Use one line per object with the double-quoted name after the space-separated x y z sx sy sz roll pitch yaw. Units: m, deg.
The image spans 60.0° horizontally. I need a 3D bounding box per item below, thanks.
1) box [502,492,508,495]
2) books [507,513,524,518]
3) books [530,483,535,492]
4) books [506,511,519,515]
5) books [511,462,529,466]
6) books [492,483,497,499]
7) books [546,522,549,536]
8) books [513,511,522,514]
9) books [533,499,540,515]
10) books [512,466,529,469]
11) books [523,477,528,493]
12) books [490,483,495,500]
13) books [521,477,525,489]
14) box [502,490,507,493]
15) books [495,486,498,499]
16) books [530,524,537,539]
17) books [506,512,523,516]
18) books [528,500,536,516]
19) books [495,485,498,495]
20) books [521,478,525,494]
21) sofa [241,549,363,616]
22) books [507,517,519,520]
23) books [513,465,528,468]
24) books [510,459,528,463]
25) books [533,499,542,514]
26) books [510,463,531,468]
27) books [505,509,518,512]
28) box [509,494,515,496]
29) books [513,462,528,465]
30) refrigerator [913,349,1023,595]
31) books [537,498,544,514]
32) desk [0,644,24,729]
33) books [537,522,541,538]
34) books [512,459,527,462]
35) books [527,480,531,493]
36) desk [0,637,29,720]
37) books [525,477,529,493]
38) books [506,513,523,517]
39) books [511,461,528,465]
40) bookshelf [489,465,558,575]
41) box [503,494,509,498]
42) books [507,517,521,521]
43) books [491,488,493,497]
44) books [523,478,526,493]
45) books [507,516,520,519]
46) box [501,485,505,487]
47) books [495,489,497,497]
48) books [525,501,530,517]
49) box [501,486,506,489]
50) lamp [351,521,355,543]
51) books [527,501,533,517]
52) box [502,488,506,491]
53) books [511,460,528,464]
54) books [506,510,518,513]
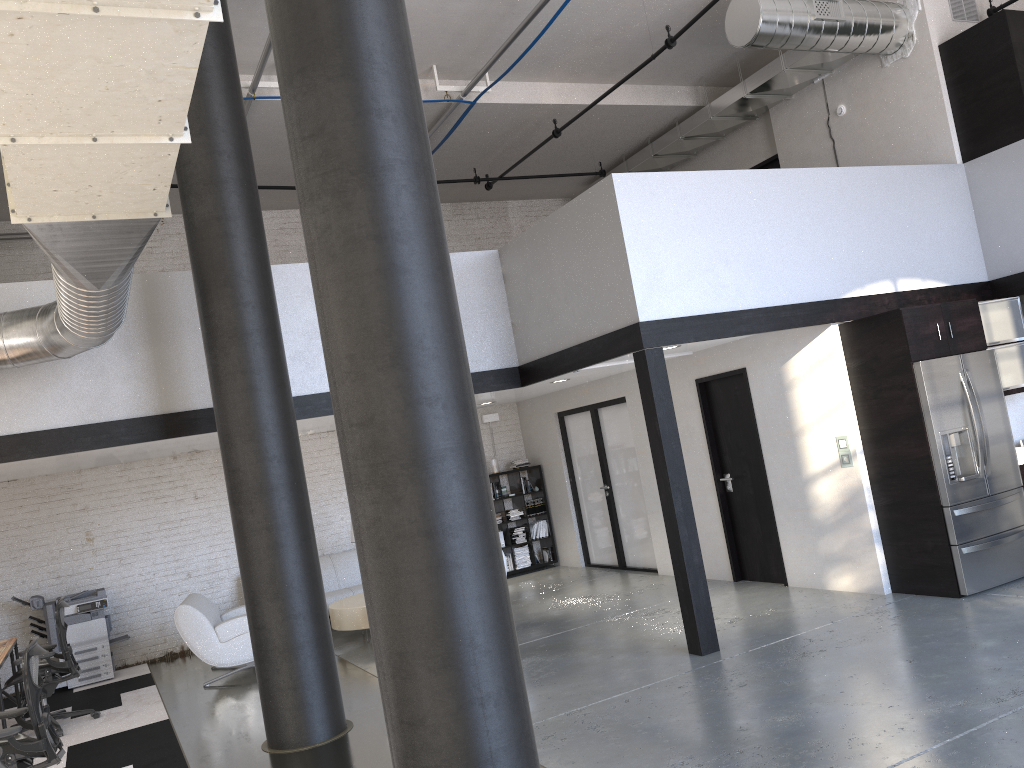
-0.109 1.467 11.850 0.084 0.028 0.084 -11 -4 18 "box"
-0.014 1.761 11.852 0.215 0.013 0.292 -7 -5 -37 "books"
0.256 1.390 11.938 0.054 0.121 0.079 -9 -4 -26 "books"
-0.042 1.724 11.845 0.169 0.015 0.268 -7 -5 -38 "books"
0.112 1.088 12.026 0.223 0.009 0.125 -7 -5 -35 "books"
-0.249 1.424 11.780 0.016 0.219 0.117 -9 -4 -26 "books"
0.456 1.961 11.979 0.025 0.192 0.112 -8 -4 -31 "books"
-0.007 1.733 11.858 0.169 0.015 0.268 -6 -6 -43 "books"
0.305 1.662 11.946 0.050 0.207 0.146 -9 -4 -25 "books"
0.114 1.132 12.020 0.214 0.016 0.137 -10 -4 -5 "books"
0.160 1.365 11.950 0.012 0.214 0.135 -9 -4 -26 "books"
-0.273 1.426 11.741 0.016 0.219 0.117 -9 -4 -21 "books"
0.126 1.367 11.947 0.021 0.219 0.134 -9 -4 -26 "books"
-0.113 1.439 11.852 0.084 0.028 0.084 -11 -4 10 "box"
-0.224 1.445 11.782 0.008 0.170 0.107 -9 -4 -26 "books"
0.278 1.985 11.939 0.093 0.202 0.149 -9 -4 -26 "books"
-0.024 1.737 11.847 0.233 0.011 0.290 -7 -5 -39 "books"
0.251 1.672 11.948 0.048 0.207 0.144 -9 -4 -26 "books"
-0.221 1.435 11.791 0.008 0.189 0.106 -9 -4 -26 "books"
0.115 1.369 11.901 0.039 0.215 0.130 -9 -4 -26 "books"
-1.996 2.421 10.487 2.135 0.776 1.017 -8 -4 -26 "sofa"
-0.035 1.798 11.838 0.169 0.015 0.268 -8 -5 -33 "books"
0.113 1.118 12.012 0.199 0.010 0.126 -9 -4 -20 "books"
0.094 1.047 12.029 0.223 0.009 0.125 -9 -4 -15 "books"
0.336 1.660 11.991 0.048 0.207 0.144 -9 -4 -26 "books"
0.110 1.104 12.019 0.259 0.019 0.138 -7 -5 -40 "books"
-0.040 1.695 11.866 0.149 0.011 0.236 -7 -5 -38 "books"
0.003 1.482 11.835 0.071 0.023 0.071 -11 -4 7 "box"
0.115 1.076 12.015 0.199 0.010 0.126 -7 -5 -35 "books"
3.413 0.697 7.010 0.852 1.770 0.822 -9 -4 -26 "refrigerator"
0.371 1.656 12.028 0.048 0.207 0.144 -9 -4 -26 "books"
-4.365 2.630 7.221 0.529 0.724 1.403 -8 -4 -26 "desk"
0.329 1.969 11.959 0.104 0.218 0.160 -9 -4 -26 "books"
0.108 1.034 12.019 0.200 0.010 0.126 -9 -4 -10 "books"
0.209 1.377 11.931 0.031 0.171 0.104 -9 -4 -26 "books"
-5.161 2.822 7.905 1.399 0.724 0.530 -8 -4 -26 "desk"
0.174 1.363 11.948 0.012 0.214 0.135 -9 -4 -26 "books"
-0.021 1.749 11.854 0.215 0.013 0.286 -7 -5 -35 "books"
0.105 1.066 12.015 0.206 0.014 0.132 -9 -4 -20 "books"
-0.150 1.876 11.806 1.308 1.380 0.389 -8 -4 -26 "bookshelf"
-0.103 1.497 11.849 0.096 0.034 0.096 -13 -5 35 "box"
-0.021 1.811 11.848 0.169 0.015 0.268 -7 -5 -38 "books"
-0.280 1.452 11.735 0.008 0.169 0.107 -9 -4 -21 "books"
0.144 1.374 11.953 0.015 0.202 0.129 -9 -4 -26 "books"
-0.038 1.781 11.843 0.161 0.019 0.254 -7 -5 -38 "books"
-0.127 1.361 11.856 0.055 0.020 0.055 -10 -4 -6 "box"
-0.234 1.448 11.784 0.008 0.169 0.107 -9 -4 -26 "books"
0.166 1.684 11.906 0.048 0.207 0.144 -9 -4 -26 "books"
-0.123 1.385 11.855 0.072 0.029 0.072 -8 -5 -31 "box"
-1.605 0.975 9.416 0.436 1.346 0.436 -9 -3 -12 "lamp"
0.214 1.676 11.915 0.048 0.207 0.144 -9 -4 -26 "books"
-0.118 1.412 11.853 0.075 0.027 0.075 -10 -4 -4 "box"
0.105 1.055 12.024 0.199 0.010 0.126 -8 -4 -25 "books"
-0.046 1.710 11.861 0.155 0.016 0.244 -8 -5 -33 "books"
